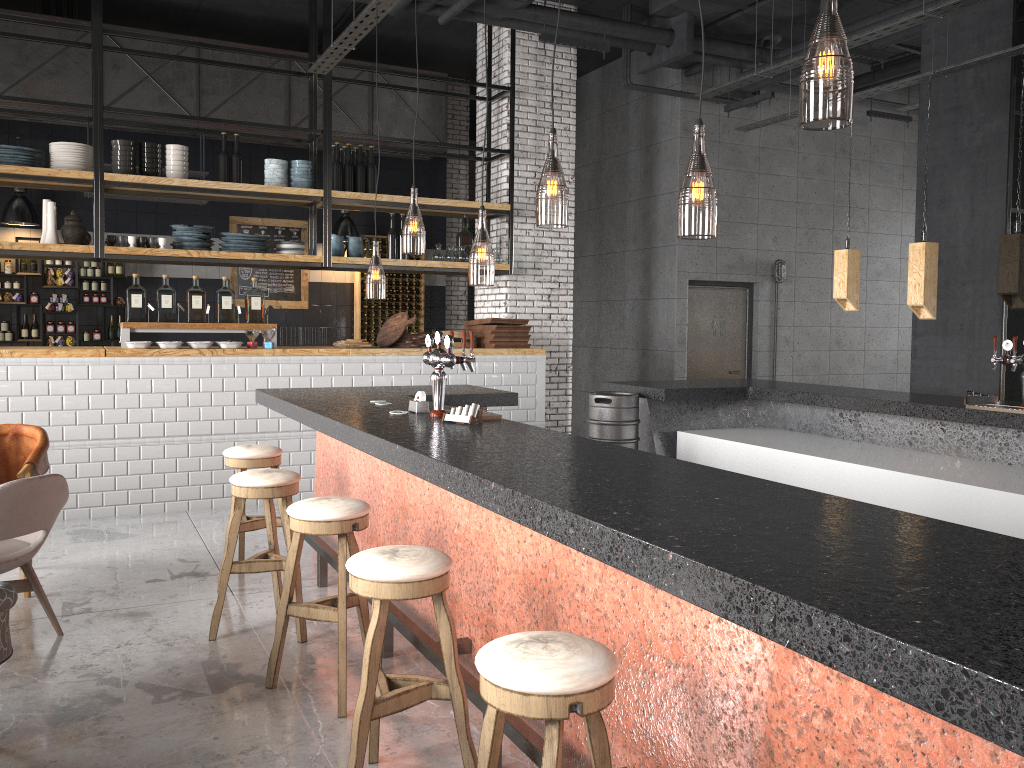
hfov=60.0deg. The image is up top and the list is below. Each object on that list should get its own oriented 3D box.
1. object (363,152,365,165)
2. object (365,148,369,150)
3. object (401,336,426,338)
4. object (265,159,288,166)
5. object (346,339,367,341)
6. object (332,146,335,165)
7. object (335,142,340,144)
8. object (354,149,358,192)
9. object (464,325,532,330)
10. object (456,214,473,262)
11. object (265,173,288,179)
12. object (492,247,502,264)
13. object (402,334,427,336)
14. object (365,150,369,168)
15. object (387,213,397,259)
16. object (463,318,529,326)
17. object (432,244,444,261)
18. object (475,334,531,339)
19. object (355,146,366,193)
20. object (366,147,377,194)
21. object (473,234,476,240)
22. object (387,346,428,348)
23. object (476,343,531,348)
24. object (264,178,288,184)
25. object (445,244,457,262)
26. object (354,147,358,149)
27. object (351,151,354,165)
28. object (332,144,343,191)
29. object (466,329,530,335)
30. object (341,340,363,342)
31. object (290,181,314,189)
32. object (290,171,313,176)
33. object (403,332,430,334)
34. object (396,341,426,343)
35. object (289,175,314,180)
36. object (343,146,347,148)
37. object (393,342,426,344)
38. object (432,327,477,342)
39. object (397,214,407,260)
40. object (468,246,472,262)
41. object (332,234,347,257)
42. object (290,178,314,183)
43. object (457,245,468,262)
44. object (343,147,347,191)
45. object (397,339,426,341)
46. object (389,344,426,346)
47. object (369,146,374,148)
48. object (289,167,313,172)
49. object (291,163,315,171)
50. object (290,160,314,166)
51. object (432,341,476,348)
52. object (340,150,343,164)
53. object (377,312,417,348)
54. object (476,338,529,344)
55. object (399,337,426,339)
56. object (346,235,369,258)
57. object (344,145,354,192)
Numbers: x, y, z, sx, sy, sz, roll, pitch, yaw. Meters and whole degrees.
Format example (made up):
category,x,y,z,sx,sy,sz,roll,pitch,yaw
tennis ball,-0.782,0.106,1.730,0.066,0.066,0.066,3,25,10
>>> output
category,x,y,z,sx,sy,sz,roll,pitch,yaw
object,-1.457,-2.036,8.684,0.098,0.458,0.098,3,4,42
object,-1.395,-2.253,8.552,0.046,0.031,0.046,-2,4,-34
object,-0.966,-0.453,8.420,0.458,0.019,0.407,2,4,16
object,-2.169,-2.027,8.168,0.210,0.074,0.210,-1,4,-21
object,-1.397,-0.397,7.996,0.184,0.011,0.254,0,4,-4
object,-1.691,-2.021,8.419,0.098,0.458,0.098,0,3,-4
object,-1.629,-2.238,8.287,0.046,0.031,0.046,4,5,41
object,-1.494,-2.025,8.515,0.098,0.458,0.098,3,4,42
object,-0.146,-0.559,8.760,0.405,0.044,0.636,-2,4,-32
object,-0.484,-1.492,9.059,0.157,0.553,0.106,0,3,-22
object,-2.174,-1.898,8.178,0.210,0.074,0.210,4,5,39
object,-0.159,-1.302,8.996,0.118,0.180,0.118,1,3,-2
object,-0.972,-0.469,8.418,0.458,0.019,0.407,1,4,7
object,-1.397,-2.027,8.563,0.098,0.458,0.098,3,4,42
object,-1.177,-1.439,8.703,0.098,0.470,0.098,-1,3,-38
object,-0.164,-0.599,8.678,0.406,0.094,0.637,-1,4,-28
object,-0.727,-1.294,8.772,0.118,0.180,0.118,2,3,28
object,-0.147,-0.471,8.764,0.405,0.044,0.636,-1,4,-29
object,-1.435,-2.016,8.394,0.098,0.458,0.098,3,4,42
object,-1.338,-2.018,8.441,0.098,0.458,0.098,3,4,42
object,-0.322,-1.422,9.158,0.157,0.405,0.106,0,3,-22
object,-0.972,-0.356,8.424,0.458,0.019,0.407,1,4,9
object,-0.148,-0.382,8.768,0.405,0.044,0.636,-2,4,-30
object,-2.175,-1.854,8.176,0.210,0.069,0.210,3,4,30
object,-0.610,-1.295,8.809,0.118,0.180,0.118,2,3,23
object,-1.491,-2.251,8.505,0.046,0.031,0.046,4,5,41
object,-1.553,-2.034,8.637,0.098,0.458,0.098,3,4,42
object,-1.632,-2.012,8.298,0.098,0.458,0.098,0,3,-4
object,-0.146,-0.515,8.762,0.405,0.044,0.636,-1,4,-25
object,-1.462,-0.391,8.040,0.172,0.010,0.369,0,4,-16
object,-1.956,-1.828,8.256,0.219,0.085,0.219,3,4,33
object,-1.959,-1.925,8.253,0.218,0.092,0.219,1,4,10
object,-0.988,-0.484,8.408,0.407,0.019,0.458,2,4,20
object,-0.982,-0.404,8.417,0.407,0.019,0.458,3,4,32
object,-1.958,-1.892,8.251,0.218,0.092,0.219,-2,4,-36
object,-1.592,-2.249,8.456,0.046,0.031,0.046,4,5,41
object,-0.976,-0.388,8.421,0.458,0.019,0.407,1,4,2
object,-0.560,-0.468,8.578,0.437,0.154,0.440,2,4,21
object,-1.081,-1.441,8.751,0.098,0.470,0.098,0,3,-19
object,-0.393,-1.300,8.920,0.118,0.180,0.118,3,4,40
object,-1.660,-1.307,8.454,0.198,0.230,0.166,0,3,-20
object,-1.952,-1.861,8.258,0.218,0.092,0.219,-3,5,-43
object,-0.495,-1.297,8.855,0.118,0.180,0.118,1,3,7
object,-1.595,-2.023,8.466,0.098,0.458,0.098,0,3,-4
object,-0.999,-0.419,8.392,0.407,0.019,0.458,0,4,-12
object,-0.954,-0.372,8.424,0.458,0.019,0.407,3,5,36
object,-1.335,-2.244,8.431,0.046,0.031,0.046,-2,4,-34
object,-1.959,-1.957,8.252,0.218,0.092,0.219,2,4,15
object,-1.949,-1.989,8.254,0.218,0.096,0.219,-3,5,-42
object,-1.954,-2.021,8.252,0.218,0.091,0.218,0,4,-9
object,-0.562,-0.401,8.577,0.437,0.097,0.437,1,4,-1
object,-1.654,-2.032,8.588,0.098,0.458,0.098,0,3,-4
object,-1.088,-0.503,8.239,0.242,0.338,0.488,-2,4,-40
object,-0.147,-0.426,8.766,0.405,0.044,0.636,-1,4,-23
object,-0.990,-0.436,8.408,0.407,0.019,0.458,2,4,17
object,-1.495,-1.309,8.521,0.198,0.230,0.166,3,4,34
object,-1.535,-2.014,8.345,0.098,0.458,0.098,0,3,-4
